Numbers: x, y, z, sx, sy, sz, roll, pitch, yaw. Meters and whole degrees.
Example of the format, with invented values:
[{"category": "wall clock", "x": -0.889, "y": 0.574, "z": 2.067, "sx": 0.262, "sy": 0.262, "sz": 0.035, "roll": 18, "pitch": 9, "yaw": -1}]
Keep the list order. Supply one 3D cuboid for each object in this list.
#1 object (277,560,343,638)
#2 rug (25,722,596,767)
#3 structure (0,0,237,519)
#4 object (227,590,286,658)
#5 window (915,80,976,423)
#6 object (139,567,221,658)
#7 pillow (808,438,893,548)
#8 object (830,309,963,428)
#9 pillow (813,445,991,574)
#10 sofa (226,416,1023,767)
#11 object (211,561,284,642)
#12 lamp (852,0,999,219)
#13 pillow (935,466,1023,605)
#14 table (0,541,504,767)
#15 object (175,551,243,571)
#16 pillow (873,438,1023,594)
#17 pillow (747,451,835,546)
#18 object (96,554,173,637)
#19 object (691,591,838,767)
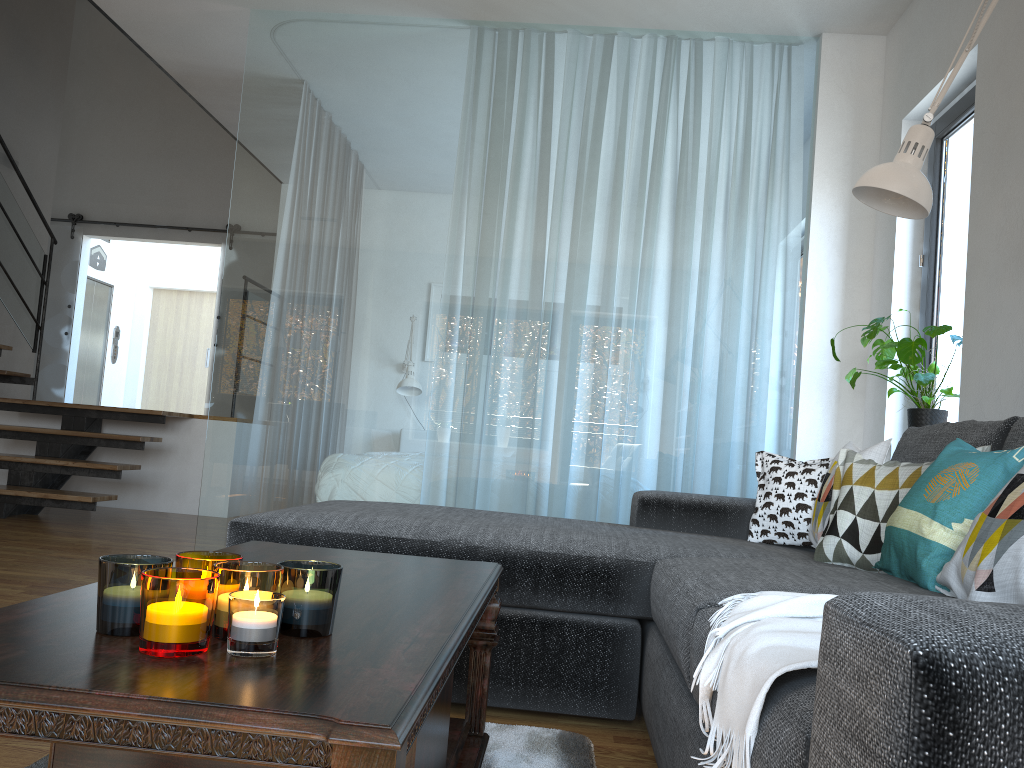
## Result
[{"category": "object", "x": -0.249, "y": 0.260, "z": 1.079, "sx": 0.079, "sy": 0.081, "sz": 0.079, "roll": 5, "pitch": -4, "yaw": -1}, {"category": "rug", "x": -0.387, "y": 0.714, "z": 1.228, "sx": 1.052, "sy": 0.034, "sz": 1.815, "roll": 4, "pitch": -4, "yaw": 3}, {"category": "structure", "x": -3.420, "y": -1.103, "z": 5.559, "sx": 2.685, "sy": 4.127, "sz": 4.586, "roll": 5, "pitch": -4, "yaw": 3}, {"category": "object", "x": -0.279, "y": 0.259, "z": 0.960, "sx": 0.060, "sy": 0.061, "sz": 0.060, "roll": 4, "pitch": -4, "yaw": 9}, {"category": "window", "x": 14.629, "y": 3.177, "z": 7.752, "sx": 24.370, "sy": 18.354, "sz": 13.992, "roll": 4, "pitch": -4, "yaw": 10}, {"category": "object", "x": -0.355, "y": 0.241, "z": 0.941, "sx": 0.079, "sy": 0.081, "sz": 0.079, "roll": 5, "pitch": -4, "yaw": -1}, {"category": "pillow", "x": 0.949, "y": 0.323, "z": 2.491, "sx": 0.173, "sy": 0.343, "sz": 0.360, "roll": 5, "pitch": -4, "yaw": 4}, {"category": "object", "x": 1.519, "y": 0.016, "z": 3.481, "sx": 0.447, "sy": 0.674, "sz": 0.658, "roll": 5, "pitch": -4, "yaw": -5}, {"category": "pillow", "x": 1.004, "y": 0.329, "z": 2.250, "sx": 0.243, "sy": 0.362, "sz": 0.454, "roll": 7, "pitch": -5, "yaw": -29}, {"category": "sofa", "x": 0.314, "y": 0.399, "z": 1.806, "sx": 2.163, "sy": 0.847, "sz": 2.511, "roll": 4, "pitch": -4, "yaw": 4}, {"category": "object", "x": -0.309, "y": 0.252, "z": 1.028, "sx": 0.079, "sy": 0.081, "sz": 0.079, "roll": 5, "pitch": -4, "yaw": -1}, {"category": "lamp", "x": 1.255, "y": -0.753, "z": 2.265, "sx": 0.698, "sy": 0.669, "sz": 0.200, "roll": 4, "pitch": -4, "yaw": 13}, {"category": "pillow", "x": 0.956, "y": 0.264, "z": 1.575, "sx": 0.285, "sy": 0.368, "sz": 0.437, "roll": 4, "pitch": -4, "yaw": 4}, {"category": "table", "x": -0.350, "y": 0.517, "z": 1.326, "sx": 0.570, "sy": 0.408, "sz": 1.181, "roll": 4, "pitch": -4, "yaw": 4}, {"category": "object", "x": -0.375, "y": 0.251, "z": 1.088, "sx": 0.079, "sy": 0.081, "sz": 0.079, "roll": 5, "pitch": -4, "yaw": -1}, {"category": "pillow", "x": 0.977, "y": 0.277, "z": 1.926, "sx": 0.273, "sy": 0.340, "sz": 0.414, "roll": 5, "pitch": -4, "yaw": 3}, {"category": "pillow", "x": 0.870, "y": 0.361, "z": 2.714, "sx": 0.334, "sy": 0.319, "sz": 0.160, "roll": 2, "pitch": -5, "yaw": 39}, {"category": "object", "x": -0.432, "y": 0.240, "z": 1.011, "sx": 0.079, "sy": 0.081, "sz": 0.079, "roll": 5, "pitch": -4, "yaw": -1}, {"category": "object", "x": 0.525, "y": 0.381, "z": 1.171, "sx": 0.606, "sy": 0.212, "sz": 0.489, "roll": 5, "pitch": -4, "yaw": 0}]
